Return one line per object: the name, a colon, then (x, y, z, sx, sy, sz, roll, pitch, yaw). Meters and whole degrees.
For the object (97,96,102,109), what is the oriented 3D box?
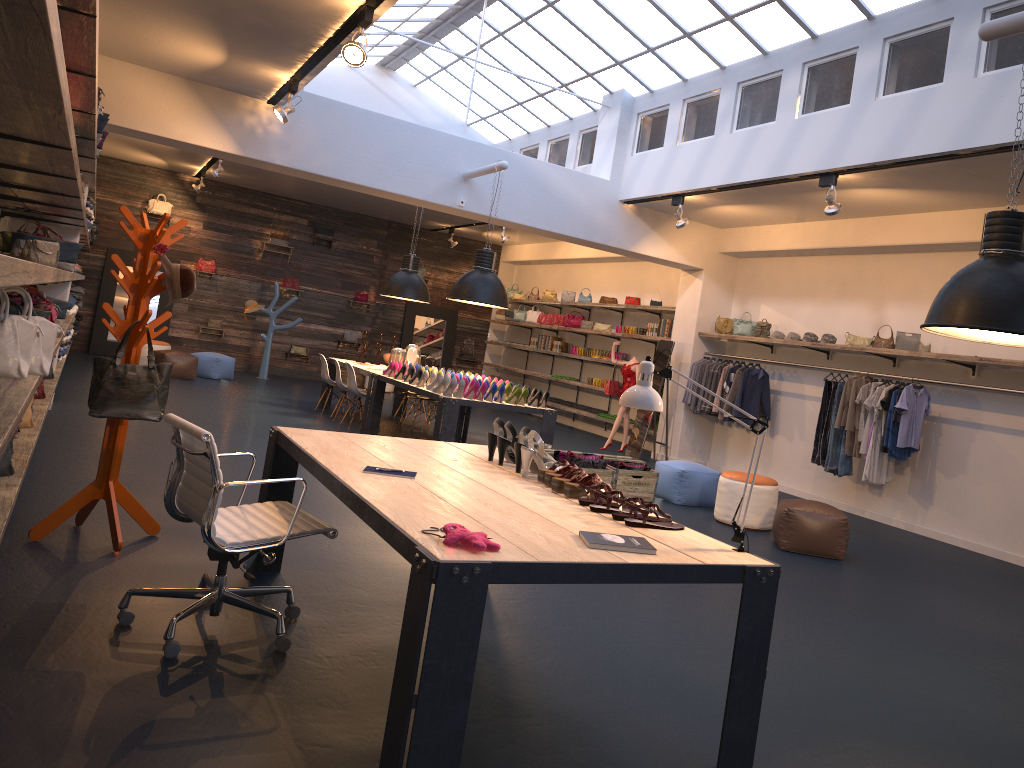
object: (-2.899, -1.894, 5.605, 0.454, 0.387, 0.179, 9, -1, -29)

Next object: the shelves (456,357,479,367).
shelves: (-0.993, -0.470, 19.181, 0.483, 0.158, 0.228, 8, 1, -30)

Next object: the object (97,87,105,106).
object: (-2.803, -1.873, 5.451, 0.457, 0.387, 0.178, 9, -1, -35)

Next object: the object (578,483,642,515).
object: (0.415, 0.466, 3.530, 0.299, 0.091, 0.209, 8, 2, -25)

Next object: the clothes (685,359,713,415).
clothes: (2.748, 0.038, 12.538, 0.579, 0.818, 0.113, 10, -3, -30)

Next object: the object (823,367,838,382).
object: (3.853, -0.112, 10.468, 0.249, 0.177, 0.013, 9, -2, -31)

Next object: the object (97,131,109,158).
object: (-3.543, -1.991, 7.069, 0.444, 0.236, 0.166, 9, 0, -28)

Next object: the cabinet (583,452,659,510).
cabinet: (0.880, 0.899, 7.147, 0.503, 0.550, 0.518, 10, 0, -28)

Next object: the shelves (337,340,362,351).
shelves: (-3.335, -0.780, 17.791, 0.483, 0.184, 0.228, 8, 1, -30)

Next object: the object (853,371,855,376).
object: (4.006, -0.073, 10.149, 0.249, 0.177, 0.013, 9, -2, -31)

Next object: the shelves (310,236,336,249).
shelves: (-3.801, -2.837, 17.427, 0.483, 0.179, 0.228, 8, 1, -30)

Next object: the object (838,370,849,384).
object: (3.953, -0.087, 10.258, 0.249, 0.177, 0.013, 9, -2, -31)

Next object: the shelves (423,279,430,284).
shelves: (-2.027, -2.167, 18.496, 0.483, 0.178, 0.228, 8, 1, -30)

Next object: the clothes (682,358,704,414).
clothes: (2.721, 0.031, 12.594, 0.579, 0.818, 0.113, 10, -3, -30)

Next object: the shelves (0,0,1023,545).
shelves: (-0.737, -0.436, 10.240, 9.231, 2.231, 15.689, 8, 3, -27)

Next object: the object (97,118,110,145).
object: (-3.244, -1.917, 6.433, 0.449, 0.232, 0.164, 8, 0, -36)

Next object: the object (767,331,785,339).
object: (3.514, -0.647, 11.541, 0.235, 0.126, 0.187, 9, 1, 7)

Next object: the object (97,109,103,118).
object: (-3.056, -1.909, 5.963, 0.456, 0.332, 0.178, 9, -1, -33)

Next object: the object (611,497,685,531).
object: (0.527, 0.492, 3.340, 0.297, 0.091, 0.200, 8, 2, -29)

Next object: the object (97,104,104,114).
object: (-2.973, -1.888, 5.792, 0.457, 0.332, 0.178, 9, -1, -35)

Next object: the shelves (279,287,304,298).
shelves: (-4.382, -1.777, 17.130, 0.483, 0.211, 0.228, 8, 1, -30)

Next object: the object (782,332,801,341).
object: (3.635, -0.616, 11.290, 0.235, 0.126, 0.187, 9, 1, 7)

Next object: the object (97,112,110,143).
object: (-3.174, -1.899, 6.289, 0.445, 0.232, 0.166, 9, 0, -28)

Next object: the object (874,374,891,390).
object: (4.204, -0.013, 9.735, 0.386, 0.198, 0.013, 8, -2, -31)

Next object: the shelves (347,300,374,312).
shelves: (-3.132, -1.596, 17.897, 0.529, 0.185, 0.188, 8, 1, -30)

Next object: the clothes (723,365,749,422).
clothes: (3.101, 0.136, 11.891, 0.603, 0.798, 0.115, 10, -2, -29)

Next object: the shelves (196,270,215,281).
shelves: (-5.771, -2.028, 16.305, 0.325, 0.158, 0.228, 8, 1, -29)

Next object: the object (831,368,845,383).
object: (3.905, -0.099, 10.358, 0.249, 0.177, 0.013, 9, -2, -31)

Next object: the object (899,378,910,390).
object: (4.325, 0.029, 9.474, 0.460, 0.220, 0.009, 8, -2, -30)

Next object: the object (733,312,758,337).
object: (3.285, -0.837, 12.236, 0.362, 0.368, 0.178, 9, -2, 6)

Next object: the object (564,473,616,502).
object: (0.344, 0.434, 3.691, 0.277, 0.117, 0.093, 8, 0, -35)

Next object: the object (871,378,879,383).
object: (4.133, -0.018, 9.872, 0.461, 0.220, 0.009, 8, -2, -31)

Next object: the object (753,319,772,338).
object: (3.415, -0.756, 11.894, 0.253, 0.285, 0.358, 9, 0, -10)

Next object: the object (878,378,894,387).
object: (4.224, -0.018, 9.696, 0.386, 0.177, 0.013, 8, -2, -31)

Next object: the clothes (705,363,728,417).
clothes: (2.994, 0.097, 12.089, 0.700, 0.757, 0.119, 10, -2, -29)

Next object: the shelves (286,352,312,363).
shelves: (-4.252, -0.518, 17.262, 0.483, 0.158, 0.228, 8, 1, -30)

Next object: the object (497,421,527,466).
object: (0.057, 0.307, 4.340, 0.298, 0.224, 0.110, 9, -1, -29)

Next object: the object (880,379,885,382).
object: (4.175, -0.019, 9.783, 0.322, 0.198, 0.011, 9, -2, -30)

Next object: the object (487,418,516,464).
object: (-0.001, 0.293, 4.449, 0.299, 0.224, 0.110, 9, -1, -30)

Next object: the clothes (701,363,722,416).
clothes: (2.954, 0.087, 12.171, 0.700, 0.757, 0.119, 10, -2, -29)

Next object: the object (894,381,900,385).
object: (4.264, 0.003, 9.601, 0.415, 0.198, 0.008, 8, -2, -30)

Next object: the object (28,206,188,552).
object: (-2.023, -0.051, 4.552, 0.449, 1.737, 0.438, 10, -2, -2)

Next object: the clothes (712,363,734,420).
clothes: (3.060, 0.116, 11.985, 0.721, 0.800, 0.163, 10, -2, -31)

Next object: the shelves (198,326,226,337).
shelves: (-5.680, -0.987, 16.406, 0.483, 0.144, 0.228, 8, 2, -30)

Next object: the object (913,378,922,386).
object: (4.379, 0.023, 9.365, 0.433, 0.179, 0.016, 8, -2, -29)

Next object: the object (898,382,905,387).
object: (4.291, 0.021, 9.543, 0.460, 0.220, 0.009, 8, -2, -29)

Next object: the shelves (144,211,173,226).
shelves: (-6.474, -3.016, 15.852, 0.483, 0.158, 0.228, 8, 1, -30)

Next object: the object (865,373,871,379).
object: (4.083, -0.052, 9.973, 0.433, 0.179, 0.016, 8, -2, -29)

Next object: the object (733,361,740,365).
object: (3.117, -0.279, 12.017, 0.461, 0.220, 0.009, 8, -2, -30)

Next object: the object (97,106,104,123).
object: (-3.097, -1.885, 6.129, 0.347, 0.245, 0.177, 9, -1, -11)

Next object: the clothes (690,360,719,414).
clothes: (2.838, 0.049, 12.440, 0.566, 0.804, 0.175, 10, -2, -34)

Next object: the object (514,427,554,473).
object: (0.127, 0.324, 4.211, 0.301, 0.224, 0.109, 9, -1, -39)

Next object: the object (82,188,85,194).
object: (-3.647, -1.598, 7.061, 0.188, 0.387, 0.434, 9, 0, 12)

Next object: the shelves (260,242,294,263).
shelves: (-4.603, -2.565, 16.967, 0.596, 0.318, 0.228, 8, 0, -30)

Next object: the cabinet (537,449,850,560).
cabinet: (1.530, 1.002, 7.199, 2.926, 0.550, 0.710, 8, 1, -17)

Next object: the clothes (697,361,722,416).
clothes: (2.903, 0.065, 12.305, 0.566, 0.804, 0.175, 10, -2, -34)

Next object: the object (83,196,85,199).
object: (-3.889, -1.659, 7.558, 0.188, 0.387, 0.434, 9, 0, 12)

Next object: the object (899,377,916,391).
object: (4.346, 0.016, 9.428, 0.433, 0.179, 0.016, 8, -2, -29)
